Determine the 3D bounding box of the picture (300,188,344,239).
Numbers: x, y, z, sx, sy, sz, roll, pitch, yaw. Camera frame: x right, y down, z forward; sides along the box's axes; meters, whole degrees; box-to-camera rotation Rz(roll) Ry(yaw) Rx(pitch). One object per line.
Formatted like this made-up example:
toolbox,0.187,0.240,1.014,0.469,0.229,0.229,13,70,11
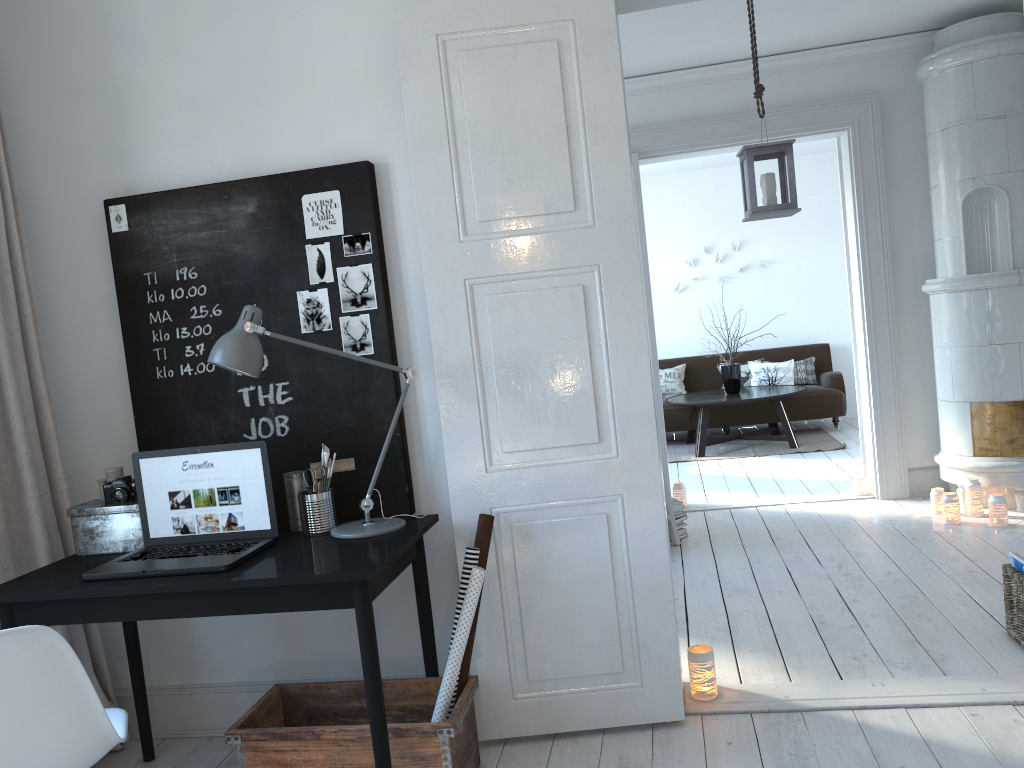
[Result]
picture,-0.615,-0.557,2.887,0.148,0.154,0.004,-6,4,10

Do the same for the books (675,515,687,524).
books,0.917,0.795,5.239,0.193,0.022,0.128,-3,5,42

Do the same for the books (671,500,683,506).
books,0.904,0.699,5.233,0.132,0.017,0.186,-7,4,-17

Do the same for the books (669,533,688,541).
books,0.929,0.899,5.255,0.128,0.016,0.178,-9,5,-42

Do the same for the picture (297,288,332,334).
picture,-0.651,-0.240,2.923,0.107,0.150,0.001,-6,4,10

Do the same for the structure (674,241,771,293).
structure,2.233,-1.268,9.485,1.025,0.479,0.085,-6,4,10

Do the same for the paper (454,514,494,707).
paper,-0.140,0.784,2.697,0.297,0.748,0.048,-9,5,-35

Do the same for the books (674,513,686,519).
books,0.916,0.774,5.246,0.128,0.016,0.178,-9,4,-37

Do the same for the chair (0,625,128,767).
chair,-1.140,0.912,2.064,0.474,0.825,0.554,-8,5,-25

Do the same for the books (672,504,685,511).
books,0.912,0.720,5.231,0.128,0.026,0.200,-7,4,-19

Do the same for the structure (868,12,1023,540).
structure,2.630,-0.607,5.024,1.246,2.831,0.800,-9,5,-35

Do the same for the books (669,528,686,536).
books,0.921,0.866,5.249,0.128,0.016,0.181,-9,4,-35

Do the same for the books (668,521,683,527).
books,0.908,0.819,5.250,0.167,0.022,0.128,-3,5,44

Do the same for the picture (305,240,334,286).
picture,-0.630,-0.395,2.905,0.083,0.146,0.002,-6,4,10

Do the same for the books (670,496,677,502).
books,0.895,0.683,5.246,0.111,0.014,0.156,-7,3,-11

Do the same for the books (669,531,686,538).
books,0.923,0.883,5.253,0.128,0.016,0.177,-9,4,-39

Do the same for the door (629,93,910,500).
door,1.570,-0.453,5.769,2.599,2.509,0.576,-6,4,10

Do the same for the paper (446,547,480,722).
paper,-0.173,0.834,2.636,0.266,0.670,0.043,-9,5,-35

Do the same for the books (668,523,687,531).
books,0.918,0.838,5.246,0.132,0.017,0.187,-9,5,-43

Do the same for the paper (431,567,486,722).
paper,-0.181,0.856,2.579,0.283,0.627,0.041,-7,4,-12

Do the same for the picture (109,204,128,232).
picture,-1.335,-0.562,3.008,0.061,0.088,0.004,-6,4,7

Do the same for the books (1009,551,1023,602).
books,1.920,0.758,3.156,0.201,0.300,0.179,-6,4,10

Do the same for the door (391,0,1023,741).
door,1.073,-0.223,2.808,2.599,2.509,0.576,-6,4,10

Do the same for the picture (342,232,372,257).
picture,-0.503,-0.454,2.879,0.095,0.071,0.001,-6,4,10

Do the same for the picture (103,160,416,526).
picture,-0.859,-0.095,3.003,0.953,1.174,0.063,-6,4,10

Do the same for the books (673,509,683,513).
books,0.907,0.741,5.240,0.128,0.016,0.180,-7,4,-19

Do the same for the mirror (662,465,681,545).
mirror,0.545,0.208,5.064,0.610,1.491,0.417,-8,5,-25

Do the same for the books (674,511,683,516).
books,0.909,0.758,5.243,0.128,0.016,0.176,-8,4,-23

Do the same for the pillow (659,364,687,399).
pillow,1.592,-0.003,9.353,0.519,0.367,0.238,-6,4,10

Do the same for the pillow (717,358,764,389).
pillow,2.377,-0.068,9.175,0.473,0.348,0.158,-6,4,8

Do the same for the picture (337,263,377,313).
picture,-0.506,-0.315,2.891,0.121,0.153,0.002,-6,4,10

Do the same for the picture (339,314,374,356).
picture,-0.510,-0.161,2.907,0.103,0.136,0.001,-6,4,10
